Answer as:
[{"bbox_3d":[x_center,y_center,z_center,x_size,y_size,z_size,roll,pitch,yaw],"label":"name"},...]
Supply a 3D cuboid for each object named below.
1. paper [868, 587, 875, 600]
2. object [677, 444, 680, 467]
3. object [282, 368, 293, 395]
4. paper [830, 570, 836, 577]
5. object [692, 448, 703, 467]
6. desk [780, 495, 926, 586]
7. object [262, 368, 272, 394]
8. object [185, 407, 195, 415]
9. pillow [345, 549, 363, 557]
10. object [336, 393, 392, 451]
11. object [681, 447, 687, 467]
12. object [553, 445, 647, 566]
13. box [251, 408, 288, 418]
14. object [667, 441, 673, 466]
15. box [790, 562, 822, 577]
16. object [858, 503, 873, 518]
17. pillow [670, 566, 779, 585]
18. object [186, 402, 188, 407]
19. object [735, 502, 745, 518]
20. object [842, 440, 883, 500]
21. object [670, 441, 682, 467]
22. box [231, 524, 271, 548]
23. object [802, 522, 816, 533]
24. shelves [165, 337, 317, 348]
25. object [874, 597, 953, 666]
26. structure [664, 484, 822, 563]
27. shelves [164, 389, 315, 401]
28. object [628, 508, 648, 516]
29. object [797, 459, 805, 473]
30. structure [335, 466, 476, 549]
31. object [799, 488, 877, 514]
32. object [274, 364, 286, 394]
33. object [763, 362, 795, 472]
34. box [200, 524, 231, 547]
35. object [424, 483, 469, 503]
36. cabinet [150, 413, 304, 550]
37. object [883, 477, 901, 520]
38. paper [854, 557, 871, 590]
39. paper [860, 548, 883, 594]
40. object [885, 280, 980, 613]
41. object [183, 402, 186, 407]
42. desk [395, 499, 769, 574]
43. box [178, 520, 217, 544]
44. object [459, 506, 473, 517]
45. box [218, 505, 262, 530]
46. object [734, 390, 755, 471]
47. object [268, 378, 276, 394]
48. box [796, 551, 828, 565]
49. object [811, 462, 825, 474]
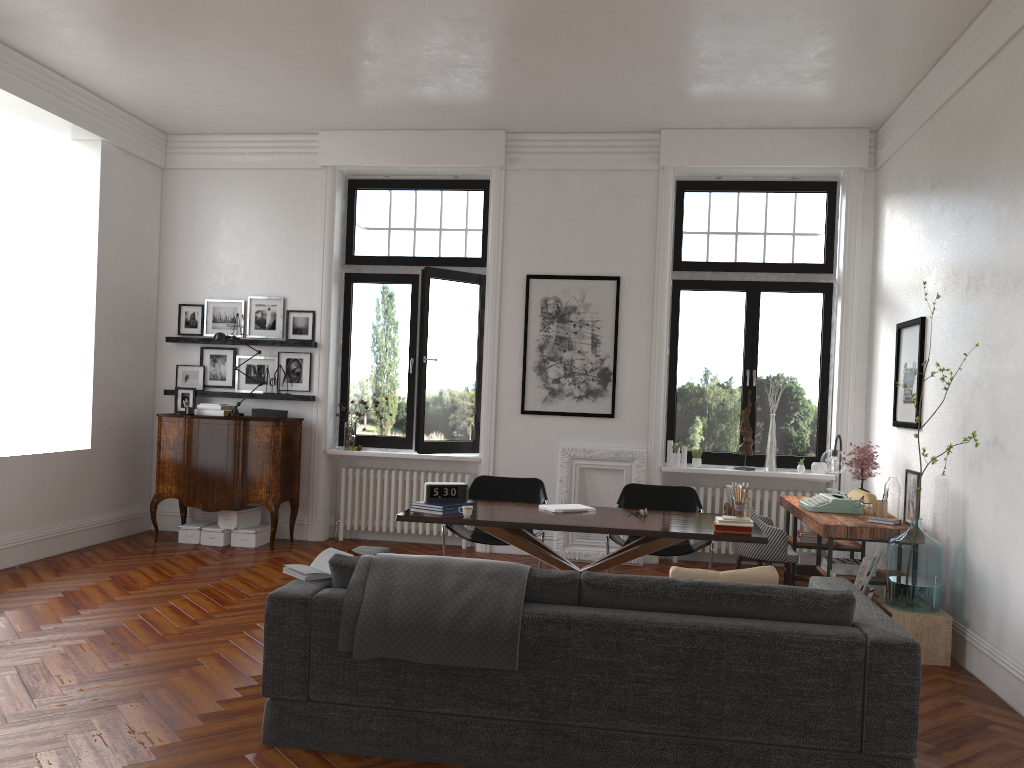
[{"bbox_3d":[2.249,1.489,5.678,0.126,0.388,0.026,3,1,31],"label":"paper"},{"bbox_3d":[1.554,0.669,8.348,0.051,0.213,0.051,3,1,43],"label":"object"},{"bbox_3d":[-2.205,-0.024,8.714,0.110,0.262,0.040,2,1,8],"label":"object"},{"bbox_3d":[2.070,1.440,5.696,0.033,0.479,0.073,2,1,-45],"label":"paper"},{"bbox_3d":[1.745,0.690,8.345,0.097,0.185,0.099,3,0,31],"label":"object"},{"bbox_3d":[2.478,1.331,6.687,0.647,0.758,1.798,2,0,8],"label":"desk"},{"bbox_3d":[-2.406,-0.031,8.707,0.124,0.260,0.040,2,1,8],"label":"object"},{"bbox_3d":[-3.030,0.257,8.333,0.091,0.077,0.091,2,0,-19],"label":"object"},{"bbox_3d":[-0.589,0.983,4.240,0.330,0.397,0.469,2,0,-44],"label":"pillow"},{"bbox_3d":[-1.462,0.363,8.809,0.542,0.599,0.317,2,0,-21],"label":"object"},{"bbox_3d":[1.615,0.684,8.316,0.051,0.188,0.051,3,1,43],"label":"object"},{"bbox_3d":[0.816,1.120,8.216,0.830,1.062,0.233,2,1,8],"label":"object"},{"bbox_3d":[-2.327,0.284,8.521,0.282,0.086,0.208,2,0,8],"label":"box"},{"bbox_3d":[1.492,0.654,8.377,0.051,0.238,0.051,3,1,43],"label":"object"},{"bbox_3d":[2.496,1.527,7.361,0.317,0.082,0.296,2,-1,8],"label":"box"},{"bbox_3d":[2.509,0.898,6.291,0.093,0.101,0.093,2,0,0],"label":"object"},{"bbox_3d":[0.930,1.013,3.920,0.486,0.460,0.225,2,0,8],"label":"pillow"},{"bbox_3d":[-3.055,0.222,8.352,0.046,0.139,0.010,2,1,5],"label":"object"},{"bbox_3d":[1.387,0.765,5.400,0.058,0.091,0.058,2,0,-5],"label":"object"},{"bbox_3d":[2.768,0.701,7.018,0.308,0.529,0.289,2,0,-37],"label":"object"},{"bbox_3d":[1.527,0.652,8.265,0.102,0.244,0.098,2,0,-14],"label":"object"},{"bbox_3d":[-2.470,1.449,8.434,0.245,0.177,0.394,2,0,8],"label":"box"},{"bbox_3d":[2.492,1.176,7.357,0.173,0.110,0.173,2,0,45],"label":"object"},{"bbox_3d":[-2.668,-0.412,8.734,1.514,0.055,0.158,2,-1,8],"label":"shelves"},{"bbox_3d":[2.490,1.548,5.540,0.341,0.316,0.435,2,0,8],"label":"object"},{"bbox_3d":[2.177,1.370,8.351,1.453,0.778,0.225,2,1,8],"label":"structure"},{"bbox_3d":[-2.688,0.112,8.741,1.514,0.055,0.156,2,0,8],"label":"shelves"},{"bbox_3d":[0.859,0.851,5.911,0.114,0.047,0.132,3,-1,-28],"label":"object"},{"bbox_3d":[2.655,0.750,8.141,0.072,0.134,0.072,3,0,34],"label":"object"},{"bbox_3d":[-1.058,1.246,8.827,1.453,0.778,0.225,2,1,8],"label":"structure"},{"bbox_3d":[2.449,0.872,6.725,0.484,0.149,0.535,2,-1,7],"label":"object"},{"bbox_3d":[-2.277,-0.045,8.697,0.118,0.299,0.040,2,1,8],"label":"object"},{"bbox_3d":[2.450,0.287,8.152,0.295,1.054,0.289,2,1,11],"label":"object"},{"bbox_3d":[-2.748,1.438,8.444,0.244,0.177,0.394,2,0,13],"label":"box"},{"bbox_3d":[-0.420,0.699,5.682,0.275,0.125,0.082,2,0,-18],"label":"object"},{"bbox_3d":[-2.717,0.915,8.450,1.266,1.218,0.640,2,0,8],"label":"cabinet"},{"bbox_3d":[2.652,0.802,6.183,0.111,0.302,0.111,3,1,45],"label":"object"},{"bbox_3d":[2.137,1.366,5.574,0.047,0.610,0.330,2,0,-11],"label":"paper"},{"bbox_3d":[2.245,1.374,5.746,0.294,0.626,0.047,2,1,1],"label":"paper"},{"bbox_3d":[2.585,0.365,5.348,0.354,2.058,0.807,2,0,-11],"label":"object"},{"bbox_3d":[-3.065,0.215,8.329,0.050,0.119,0.010,2,1,11],"label":"object"},{"bbox_3d":[0.444,1.231,5.792,2.226,0.751,1.030,2,0,8],"label":"desk"},{"bbox_3d":[-3.019,1.428,8.515,0.209,0.177,0.394,2,0,3],"label":"box"},{"bbox_3d":[-0.283,0.791,5.501,0.082,0.065,0.064,2,0,29],"label":"object"},{"bbox_3d":[-2.593,1.269,8.451,0.209,0.177,0.394,2,0,18],"label":"box"},{"bbox_3d":[2.173,0.427,8.219,0.143,0.754,0.165,2,1,-39],"label":"object"},{"bbox_3d":[-2.344,0.021,8.671,0.066,0.161,0.040,2,1,8],"label":"object"},{"bbox_3d":[2.500,1.451,7.363,0.256,0.066,0.238,2,-1,9],"label":"box"},{"bbox_3d":[2.837,0.776,8.199,0.134,0.097,0.132,2,0,-22],"label":"object"}]
